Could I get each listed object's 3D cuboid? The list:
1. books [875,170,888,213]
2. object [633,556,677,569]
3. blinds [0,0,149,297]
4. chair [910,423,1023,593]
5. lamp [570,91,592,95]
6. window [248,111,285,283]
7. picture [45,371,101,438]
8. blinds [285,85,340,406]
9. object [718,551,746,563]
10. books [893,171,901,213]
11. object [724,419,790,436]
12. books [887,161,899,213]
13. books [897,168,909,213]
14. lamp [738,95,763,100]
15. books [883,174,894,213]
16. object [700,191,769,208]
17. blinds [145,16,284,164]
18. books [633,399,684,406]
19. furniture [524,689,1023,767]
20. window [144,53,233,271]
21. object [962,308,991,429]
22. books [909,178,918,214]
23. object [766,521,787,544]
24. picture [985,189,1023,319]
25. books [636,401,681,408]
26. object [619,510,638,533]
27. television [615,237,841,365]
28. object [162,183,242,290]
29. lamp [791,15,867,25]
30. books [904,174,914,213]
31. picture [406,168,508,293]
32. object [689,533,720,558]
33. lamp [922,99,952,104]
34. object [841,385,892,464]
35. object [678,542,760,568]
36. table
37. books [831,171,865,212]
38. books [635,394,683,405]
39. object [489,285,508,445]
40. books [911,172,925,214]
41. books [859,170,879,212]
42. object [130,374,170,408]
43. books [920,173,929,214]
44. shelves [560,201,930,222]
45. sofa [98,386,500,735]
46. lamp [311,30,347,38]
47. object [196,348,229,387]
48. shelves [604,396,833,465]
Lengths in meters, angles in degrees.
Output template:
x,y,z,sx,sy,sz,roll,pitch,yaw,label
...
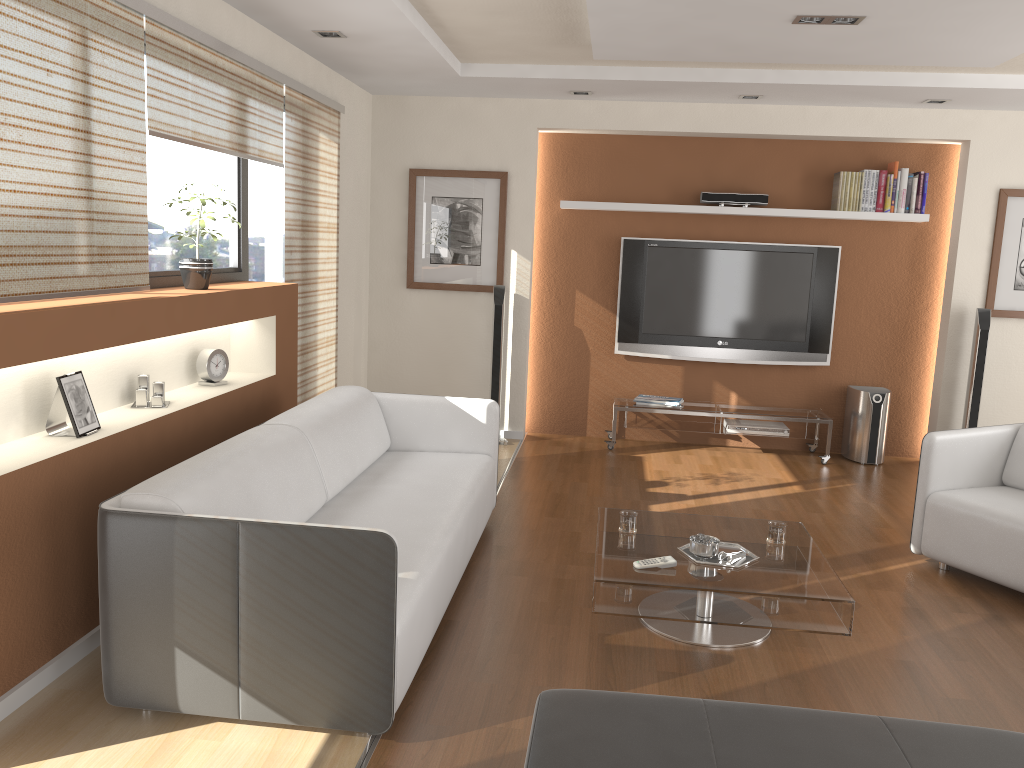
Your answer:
x,y,z,sx,sy,sz,roll,pitch,yaw,label
2.635,-1.378,6.373,0.053,0.293,0.169,3,9,6,books
0.532,0.667,3.311,0.158,0.029,0.064,0,9,-12,object
-1.504,-0.790,2.744,0.001,1.044,1.432,3,9,6,blinds
2.534,0.576,4.186,0.919,0.706,0.767,-2,10,-28,chair
0.474,-2.031,6.061,0.146,0.087,0.146,3,9,6,lamp
-1.490,-0.628,5.490,0.010,2.162,0.889,3,9,6,window
-1.562,0.069,3.158,0.133,0.216,0.159,3,9,1,picture
-1.219,-0.618,5.457,0.001,2.200,0.980,3,9,6,blinds
0.856,0.659,3.422,0.147,0.035,0.051,-6,12,-42,object
2.741,-1.372,6.363,0.022,0.293,0.167,3,9,6,books
1.802,0.320,6.554,0.435,0.052,0.274,3,9,6,object
2.717,-1.405,6.360,0.028,0.358,0.169,3,9,6,books
2.776,-1.378,6.352,0.050,0.313,0.179,3,9,6,books
1.601,-1.963,5.939,0.146,0.087,0.146,3,9,6,lamp
2.680,-1.360,6.362,0.041,0.266,0.186,3,9,6,books
1.622,-1.346,6.491,0.470,0.109,0.182,3,9,6,object
-1.324,-1.303,4.115,0.001,0.441,1.432,3,9,6,blinds
1.097,0.124,6.623,0.326,0.017,0.228,6,10,23,books
0.666,0.994,2.000,1.291,0.301,0.685,3,9,6,furniture
-1.691,-0.907,3.487,0.010,0.986,2.817,3,9,6,window
3.225,0.058,6.197,0.228,1.165,0.215,4,9,11,object
2.855,-1.342,6.353,0.028,0.248,0.169,3,9,6,books
1.092,0.612,3.659,0.079,0.077,0.079,2,9,-5,object
3.714,-0.890,6.146,0.734,0.884,0.025,3,9,6,picture
1.096,0.137,6.625,0.326,0.017,0.228,4,9,9,books
0.488,0.577,3.718,0.079,0.077,0.079,2,9,-5,object
1.596,-0.613,6.658,1.594,0.900,0.097,3,9,6,television
-1.395,-0.668,4.033,0.342,0.477,0.268,2,9,-4,object
1.406,-1.657,3.933,0.291,0.087,0.146,3,9,6,lamp
2.822,-1.360,6.360,0.041,0.278,0.157,3,9,6,books
-0.413,-1.137,6.595,0.734,0.884,0.025,3,9,6,picture
0.748,0.627,3.448,0.118,0.079,0.117,5,9,13,object
2.786,-1.892,5.810,0.146,0.087,0.146,3,9,6,lamp
2.621,0.297,6.526,0.286,0.518,0.323,3,9,6,object
0.806,0.663,3.471,0.315,0.011,0.273,5,9,13,object
0.784,0.803,3.574,0.900,0.300,0.900,3,9,6,table
2.419,-1.382,6.399,0.167,0.275,0.195,3,9,6,books
1.097,0.112,6.621,0.326,0.017,0.228,5,9,18,books
-0.114,-0.142,6.560,0.228,1.165,0.215,3,9,1,object
2.890,-1.363,6.346,0.041,0.293,0.169,3,9,6,books
2.556,-1.384,6.386,0.104,0.295,0.146,3,9,6,books
-1.521,0.024,3.732,0.141,0.131,0.141,0,9,-16,object
2.925,-1.357,6.343,0.029,0.286,0.169,3,9,6,books
1.663,-1.266,6.502,2.612,0.050,0.200,3,9,6,shelves
-0.654,0.501,3.649,0.919,0.661,2.238,3,9,6,sofa
-0.951,-1.867,4.625,0.146,0.087,0.146,3,9,6,lamp
-1.451,-0.085,4.301,0.096,0.176,0.160,6,10,21,object
1.506,0.336,6.617,1.617,0.340,0.444,3,9,6,shelves
